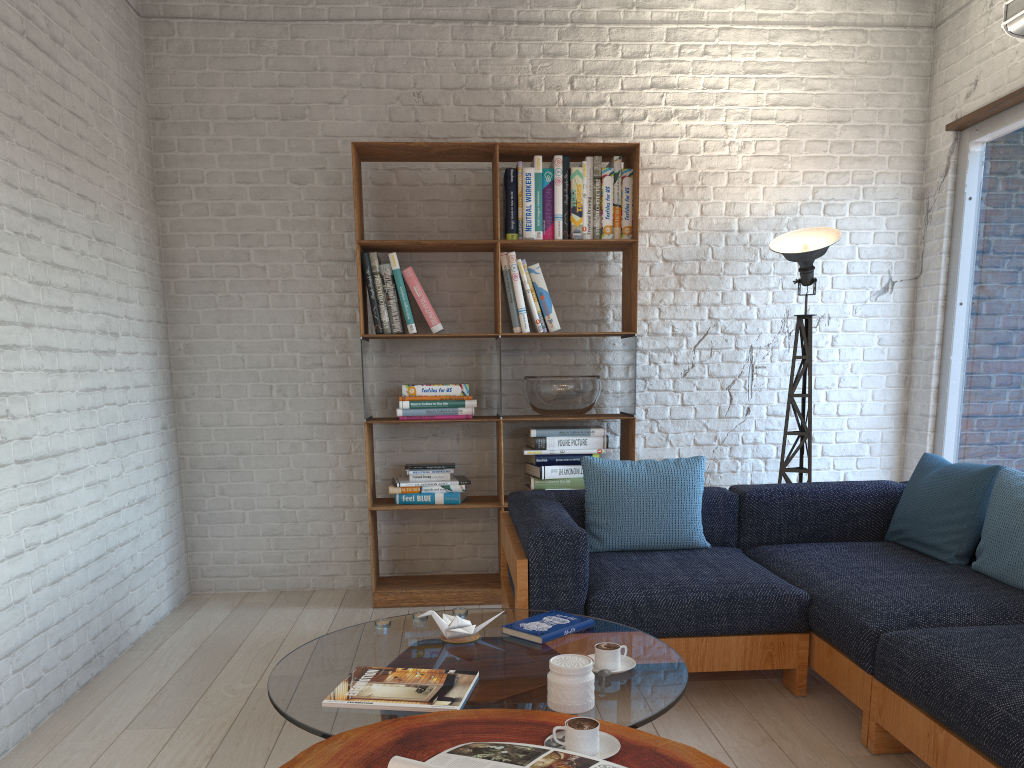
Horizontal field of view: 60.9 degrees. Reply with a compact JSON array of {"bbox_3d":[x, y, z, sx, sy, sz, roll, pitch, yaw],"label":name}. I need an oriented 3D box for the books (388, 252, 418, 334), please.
[{"bbox_3d":[-0.529,-0.433,4.267,0.121,0.391,0.237,-1,8,-4],"label":"books"}]

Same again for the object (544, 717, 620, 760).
[{"bbox_3d":[0.131,0.678,1.688,0.146,0.057,0.172,-1,2,-15],"label":"object"}]

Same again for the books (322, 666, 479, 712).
[{"bbox_3d":[-0.260,0.734,2.103,0.318,0.011,0.247,-1,1,9],"label":"books"}]

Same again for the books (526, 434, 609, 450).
[{"bbox_3d":[0.278,0.292,4.471,0.379,0.066,0.239,-1,2,-9],"label":"books"}]

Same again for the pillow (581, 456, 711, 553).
[{"bbox_3d":[0.560,0.503,3.673,0.555,0.420,0.217,-1,9,-5],"label":"pillow"}]

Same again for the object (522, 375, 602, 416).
[{"bbox_3d":[0.255,0.061,4.434,0.400,0.206,0.395,2,4,38],"label":"object"}]

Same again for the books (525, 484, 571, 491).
[{"bbox_3d":[0.275,0.557,4.501,0.379,0.066,0.239,-1,2,-9],"label":"books"}]

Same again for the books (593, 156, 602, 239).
[{"bbox_3d":[0.398,-0.879,4.246,0.036,0.393,0.237,-2,8,-4],"label":"books"}]

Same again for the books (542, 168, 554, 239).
[{"bbox_3d":[0.163,-0.848,4.246,0.055,0.338,0.248,-1,8,-4],"label":"books"}]

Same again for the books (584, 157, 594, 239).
[{"bbox_3d":[0.360,-0.879,4.257,0.036,0.393,0.237,-2,8,-4],"label":"books"}]

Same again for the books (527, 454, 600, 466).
[{"bbox_3d":[0.257,0.375,4.456,0.326,0.057,0.250,-1,2,-9],"label":"books"}]

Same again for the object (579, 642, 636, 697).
[{"bbox_3d":[0.254,0.703,2.182,0.154,0.058,0.265,-1,2,-11],"label":"object"}]

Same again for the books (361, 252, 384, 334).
[{"bbox_3d":[-0.674,-0.432,4.262,0.091,0.394,0.237,-1,8,-4],"label":"books"}]

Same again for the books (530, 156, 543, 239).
[{"bbox_3d":[0.117,-0.875,4.223,0.036,0.393,0.237,-2,8,-4],"label":"books"}]

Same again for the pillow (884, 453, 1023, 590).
[{"bbox_3d":[1.758,0.504,3.251,0.243,0.406,1.084,-2,2,-5],"label":"pillow"}]

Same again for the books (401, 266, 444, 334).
[{"bbox_3d":[-0.438,-0.403,4.302,0.195,0.326,0.248,-1,7,-4],"label":"books"}]

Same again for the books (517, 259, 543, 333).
[{"bbox_3d":[0.077,-0.423,4.314,0.125,0.357,0.265,-1,8,-4],"label":"books"}]

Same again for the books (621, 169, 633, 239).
[{"bbox_3d":[0.540,-0.854,4.277,0.055,0.338,0.248,-1,8,-4],"label":"books"}]

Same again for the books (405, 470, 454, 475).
[{"bbox_3d":[-0.426,0.443,4.470,0.236,0.019,0.167,-1,1,-11],"label":"books"}]

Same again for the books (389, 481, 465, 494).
[{"bbox_3d":[-0.432,0.524,4.465,0.379,0.037,0.239,-1,1,-4],"label":"books"}]

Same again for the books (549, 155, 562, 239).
[{"bbox_3d":[0.211,-0.876,4.224,0.036,0.393,0.237,-2,8,-4],"label":"books"}]

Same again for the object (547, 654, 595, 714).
[{"bbox_3d":[0.134,0.681,1.986,0.108,0.111,0.105,1,6,12],"label":"object"}]

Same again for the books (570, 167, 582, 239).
[{"bbox_3d":[0.295,-0.850,4.230,0.055,0.338,0.248,-1,8,-4],"label":"books"}]

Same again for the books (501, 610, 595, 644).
[{"bbox_3d":[0.107,0.714,2.568,0.161,0.023,0.229,0,2,44],"label":"books"}]

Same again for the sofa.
[{"bbox_3d":[1.121,0.802,2.138,2.078,0.675,3.871,-1,1,-4],"label":"sofa"}]

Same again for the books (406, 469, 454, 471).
[{"bbox_3d":[-0.419,0.429,4.461,0.242,0.008,0.153,-1,1,-4],"label":"books"}]

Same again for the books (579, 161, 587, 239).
[{"bbox_3d":[0.332,-0.865,4.244,0.021,0.368,0.265,-2,8,-4],"label":"books"}]

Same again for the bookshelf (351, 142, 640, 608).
[{"bbox_3d":[-0.066,0.004,4.368,1.317,2.258,0.354,-1,11,-4],"label":"bookshelf"}]

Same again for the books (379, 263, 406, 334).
[{"bbox_3d":[-0.587,-0.409,4.299,0.102,0.342,0.248,-1,8,-4],"label":"books"}]

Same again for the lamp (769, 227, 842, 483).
[{"bbox_3d":[1.589,0.167,4.170,0.501,1.892,0.852,-7,11,-31],"label":"lamp"}]

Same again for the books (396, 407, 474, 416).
[{"bbox_3d":[-0.391,0.134,4.380,0.379,0.037,0.239,-1,1,-8],"label":"books"}]

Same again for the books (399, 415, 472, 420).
[{"bbox_3d":[-0.382,0.163,4.393,0.355,0.021,0.267,-1,1,-4],"label":"books"}]

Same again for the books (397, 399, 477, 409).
[{"bbox_3d":[-0.380,0.097,4.367,0.379,0.037,0.239,-1,1,-10],"label":"books"}]

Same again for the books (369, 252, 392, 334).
[{"bbox_3d":[-0.637,-0.433,4.272,0.091,0.394,0.237,-1,8,-4],"label":"books"}]

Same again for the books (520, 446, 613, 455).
[{"bbox_3d":[0.272,0.336,4.462,0.444,0.021,0.267,-1,1,-4],"label":"books"}]

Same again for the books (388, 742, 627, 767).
[{"bbox_3d":[0.005,0.657,1.448,0.321,0.111,0.268,0,3,29],"label":"books"}]

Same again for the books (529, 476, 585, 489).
[{"bbox_3d":[0.272,0.496,4.508,0.362,0.057,0.277,-1,1,-2],"label":"books"}]

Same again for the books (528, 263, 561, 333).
[{"bbox_3d":[0.147,-0.415,4.315,0.158,0.337,0.248,-1,8,-4],"label":"books"}]

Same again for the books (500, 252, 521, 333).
[{"bbox_3d":[-0.015,-0.440,4.318,0.101,0.393,0.237,-1,8,-4],"label":"books"}]

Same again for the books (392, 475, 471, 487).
[{"bbox_3d":[-0.416,0.496,4.451,0.379,0.019,0.239,-1,1,-11],"label":"books"}]

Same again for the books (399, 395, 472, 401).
[{"bbox_3d":[-0.384,0.068,4.381,0.355,0.021,0.267,-1,1,-5],"label":"books"}]

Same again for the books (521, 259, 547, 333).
[{"bbox_3d":[0.098,-0.424,4.324,0.125,0.357,0.265,-1,8,-4],"label":"books"}]

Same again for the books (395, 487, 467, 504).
[{"bbox_3d":[-0.410,0.570,4.467,0.326,0.057,0.250,-1,2,6],"label":"books"}]

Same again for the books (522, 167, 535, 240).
[{"bbox_3d":[0.071,-0.846,4.222,0.055,0.338,0.248,-1,8,-4],"label":"books"}]

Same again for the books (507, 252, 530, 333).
[{"bbox_3d":[0.025,-0.439,4.297,0.103,0.393,0.237,-1,8,-4],"label":"books"}]

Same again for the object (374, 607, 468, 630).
[{"bbox_3d":[-0.278,0.715,2.678,0.300,0.028,0.067,-1,3,-26],"label":"object"}]

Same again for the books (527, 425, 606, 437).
[{"bbox_3d":[0.273,0.241,4.457,0.379,0.037,0.239,-1,1,-4],"label":"books"}]

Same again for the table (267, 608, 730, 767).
[{"bbox_3d":[-0.094,0.932,1.958,1.076,0.456,1.793,-1,2,2],"label":"table"}]

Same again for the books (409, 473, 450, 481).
[{"bbox_3d":[-0.419,0.469,4.469,0.206,0.034,0.130,-1,2,-4],"label":"books"}]

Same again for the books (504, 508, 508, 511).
[{"bbox_3d":[-0.029,0.833,4.543,0.036,0.393,0.237,-2,8,-4],"label":"books"}]

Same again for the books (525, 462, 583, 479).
[{"bbox_3d":[0.284,0.436,4.481,0.379,0.066,0.240,-1,2,-17],"label":"books"}]

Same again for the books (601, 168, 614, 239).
[{"bbox_3d":[0.445,-0.852,4.249,0.055,0.338,0.248,-1,8,-4],"label":"books"}]

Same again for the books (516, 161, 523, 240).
[{"bbox_3d":[0.030,-0.860,4.234,0.021,0.368,0.265,-2,8,-4],"label":"books"}]

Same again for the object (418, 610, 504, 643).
[{"bbox_3d":[-0.144,0.684,2.508,0.186,0.093,0.190,0,3,22],"label":"object"}]

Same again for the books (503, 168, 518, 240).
[{"bbox_3d":[-0.008,-0.846,4.235,0.055,0.338,0.248,-1,8,-4],"label":"books"}]

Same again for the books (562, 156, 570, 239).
[{"bbox_3d":[0.247,-0.877,4.236,0.036,0.393,0.237,-2,8,-4],"label":"books"}]

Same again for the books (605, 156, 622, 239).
[{"bbox_3d":[0.492,-0.880,4.252,0.036,0.393,0.237,-2,8,-4],"label":"books"}]

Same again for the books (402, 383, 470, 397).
[{"bbox_3d":[-0.376,0.029,4.371,0.326,0.057,0.250,-1,2,-1],"label":"books"}]

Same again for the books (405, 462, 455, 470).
[{"bbox_3d":[-0.416,0.416,4.445,0.252,0.017,0.159,-1,1,-4],"label":"books"}]
